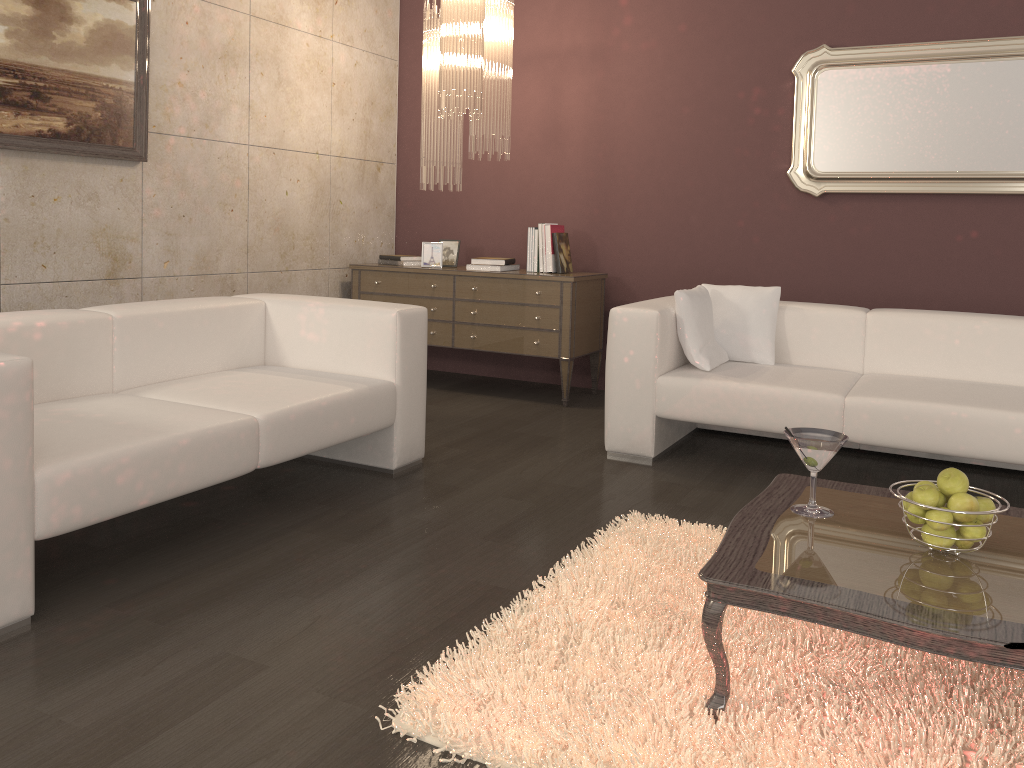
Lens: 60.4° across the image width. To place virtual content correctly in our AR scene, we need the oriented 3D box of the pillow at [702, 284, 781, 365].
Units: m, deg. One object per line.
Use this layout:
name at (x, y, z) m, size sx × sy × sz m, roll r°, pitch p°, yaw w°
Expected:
pillow at (1.068, -0.289, 4.177) m, size 0.377 × 0.358 × 0.170 m, roll 5°, pitch 6°, yaw 25°

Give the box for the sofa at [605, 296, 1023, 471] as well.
sofa at (1.830, 0.053, 3.639) m, size 2.793 × 0.645 × 0.951 m, roll 7°, pitch 9°, yaw 27°

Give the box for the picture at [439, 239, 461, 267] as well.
picture at (-0.402, -0.823, 5.545) m, size 0.141 × 0.170 × 0.078 m, roll 3°, pitch 5°, yaw 12°

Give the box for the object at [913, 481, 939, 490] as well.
object at (0.930, 0.245, 1.977) m, size 0.053 × 0.054 × 0.055 m, roll 0°, pitch 7°, yaw -10°

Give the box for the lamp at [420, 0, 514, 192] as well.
lamp at (-0.178, -2.439, 4.644) m, size 0.484 × 2.811 × 0.488 m, roll 0°, pitch 4°, yaw -26°

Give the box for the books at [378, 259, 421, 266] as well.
books at (-0.697, -0.779, 5.637) m, size 0.202 × 0.031 × 0.277 m, roll -8°, pitch 14°, yaw -42°

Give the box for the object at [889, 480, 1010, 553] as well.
object at (0.941, 0.300, 1.908) m, size 0.234 × 0.118 × 0.237 m, roll -1°, pitch 9°, yaw -18°

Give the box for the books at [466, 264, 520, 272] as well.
books at (-0.111, -0.705, 5.307) m, size 0.225 × 0.035 × 0.311 m, roll 6°, pitch 11°, yaw 22°

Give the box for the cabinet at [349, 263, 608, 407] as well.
cabinet at (-0.236, -0.342, 5.402) m, size 1.534 × 0.724 × 0.536 m, roll 6°, pitch 7°, yaw 27°

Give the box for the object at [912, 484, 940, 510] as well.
object at (0.880, 0.241, 1.874) m, size 0.054 × 0.051 × 0.054 m, roll 5°, pitch 8°, yaw 28°

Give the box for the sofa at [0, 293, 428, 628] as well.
sofa at (-1.204, 0.082, 3.004) m, size 0.947 × 0.644 × 2.045 m, roll 6°, pitch 10°, yaw 27°

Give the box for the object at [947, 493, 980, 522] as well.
object at (0.951, 0.260, 1.853) m, size 0.062 × 0.061 × 0.057 m, roll 1°, pitch 7°, yaw -4°

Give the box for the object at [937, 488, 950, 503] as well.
object at (0.962, 0.239, 1.938) m, size 0.046 × 0.049 × 0.050 m, roll 7°, pitch 9°, yaw 41°

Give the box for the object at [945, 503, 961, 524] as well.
object at (0.989, 0.278, 1.942) m, size 0.061 × 0.061 × 0.062 m, roll 1°, pitch 7°, yaw -8°

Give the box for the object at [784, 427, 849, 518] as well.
object at (0.740, 0.206, 2.156) m, size 0.151 × 0.215 × 0.152 m, roll 4°, pitch 6°, yaw 20°

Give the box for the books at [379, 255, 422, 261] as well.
books at (-0.711, -0.806, 5.619) m, size 0.170 × 0.027 × 0.234 m, roll -8°, pitch 14°, yaw -42°

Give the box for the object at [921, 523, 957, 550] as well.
object at (0.915, 0.322, 1.888) m, size 0.067 × 0.063 × 0.070 m, roll -1°, pitch 8°, yaw -18°

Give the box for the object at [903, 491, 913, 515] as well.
object at (0.896, 0.270, 1.941) m, size 0.066 × 0.065 × 0.066 m, roll 1°, pitch 7°, yaw -6°

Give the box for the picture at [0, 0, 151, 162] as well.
picture at (-2.118, -1.321, 3.399) m, size 0.053 × 0.785 × 1.731 m, roll 3°, pitch 9°, yaw 27°

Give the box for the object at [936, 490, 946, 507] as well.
object at (0.913, 0.251, 1.904) m, size 0.045 × 0.043 × 0.046 m, roll 1°, pitch 7°, yaw -2°

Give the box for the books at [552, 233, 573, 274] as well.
books at (0.296, -0.769, 5.165) m, size 0.069 × 0.235 × 0.174 m, roll 4°, pitch 6°, yaw 27°

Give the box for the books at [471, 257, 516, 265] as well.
books at (-0.111, -0.743, 5.323) m, size 0.211 × 0.034 × 0.292 m, roll 4°, pitch 10°, yaw 12°

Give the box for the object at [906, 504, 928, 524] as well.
object at (0.875, 0.279, 1.899) m, size 0.045 × 0.045 × 0.044 m, roll 4°, pitch 7°, yaw 19°

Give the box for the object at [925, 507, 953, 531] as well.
object at (0.900, 0.284, 1.855) m, size 0.054 × 0.051 × 0.054 m, roll 6°, pitch 8°, yaw 31°

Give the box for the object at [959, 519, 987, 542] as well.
object at (0.971, 0.308, 1.855) m, size 0.051 × 0.047 × 0.052 m, roll 4°, pitch 8°, yaw 22°

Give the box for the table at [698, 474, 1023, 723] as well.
table at (0.944, 0.511, 1.936) m, size 0.917 × 0.300 × 0.913 m, roll 6°, pitch 11°, yaw 25°

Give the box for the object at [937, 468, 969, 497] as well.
object at (0.948, 0.212, 1.893) m, size 0.062 × 0.063 × 0.063 m, roll 5°, pitch 8°, yaw 27°

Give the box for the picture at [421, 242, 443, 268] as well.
picture at (-0.489, -0.792, 5.396) m, size 0.128 × 0.155 × 0.051 m, roll 1°, pitch 4°, yaw -3°

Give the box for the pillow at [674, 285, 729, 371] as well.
pillow at (0.856, -0.259, 3.984) m, size 0.186 × 0.355 × 0.379 m, roll 4°, pitch 7°, yaw 26°

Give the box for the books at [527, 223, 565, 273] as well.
books at (0.207, -0.806, 5.213) m, size 0.179 × 0.287 × 0.205 m, roll 4°, pitch 6°, yaw 27°

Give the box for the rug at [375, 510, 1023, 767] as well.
rug at (0.919, 0.657, 1.938) m, size 2.005 × 0.066 × 1.523 m, roll 7°, pitch 11°, yaw 27°

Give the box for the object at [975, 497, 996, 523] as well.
object at (1.003, 0.270, 1.889) m, size 0.062 × 0.054 × 0.061 m, roll 4°, pitch 8°, yaw 20°

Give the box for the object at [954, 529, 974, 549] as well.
object at (0.972, 0.334, 1.897) m, size 0.044 × 0.043 × 0.043 m, roll 6°, pitch 8°, yaw 31°

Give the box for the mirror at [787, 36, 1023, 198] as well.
mirror at (2.315, -1.344, 4.433) m, size 1.790 × 0.817 × 0.047 m, roll 6°, pitch 5°, yaw 27°
